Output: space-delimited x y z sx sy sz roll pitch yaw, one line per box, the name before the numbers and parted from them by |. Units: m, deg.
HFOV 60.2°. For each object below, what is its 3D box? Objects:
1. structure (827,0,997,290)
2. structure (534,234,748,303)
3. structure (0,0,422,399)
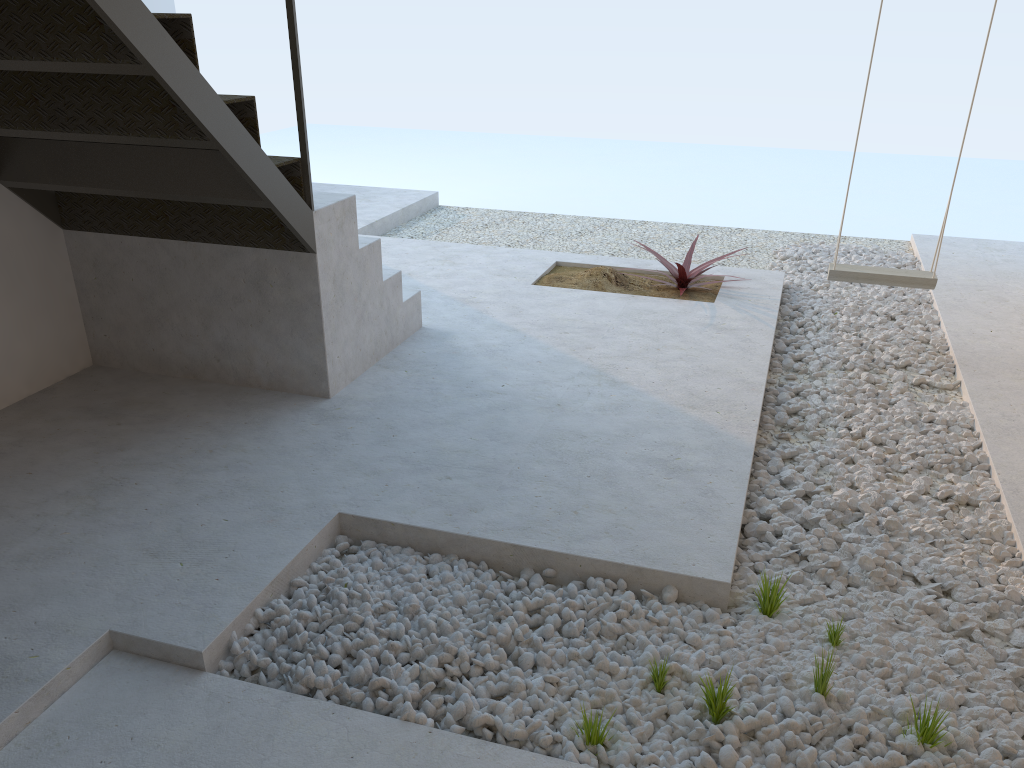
structure | 1.709 -1.328 3.652 0.460 1.939 0.124 8 28 15
structure | 0.746 -0.650 5.026 1.199 0.303 0.721 8 25 16
structure | -1.970 -1.006 0.782 1.154 4.101 6.328 9 26 16
